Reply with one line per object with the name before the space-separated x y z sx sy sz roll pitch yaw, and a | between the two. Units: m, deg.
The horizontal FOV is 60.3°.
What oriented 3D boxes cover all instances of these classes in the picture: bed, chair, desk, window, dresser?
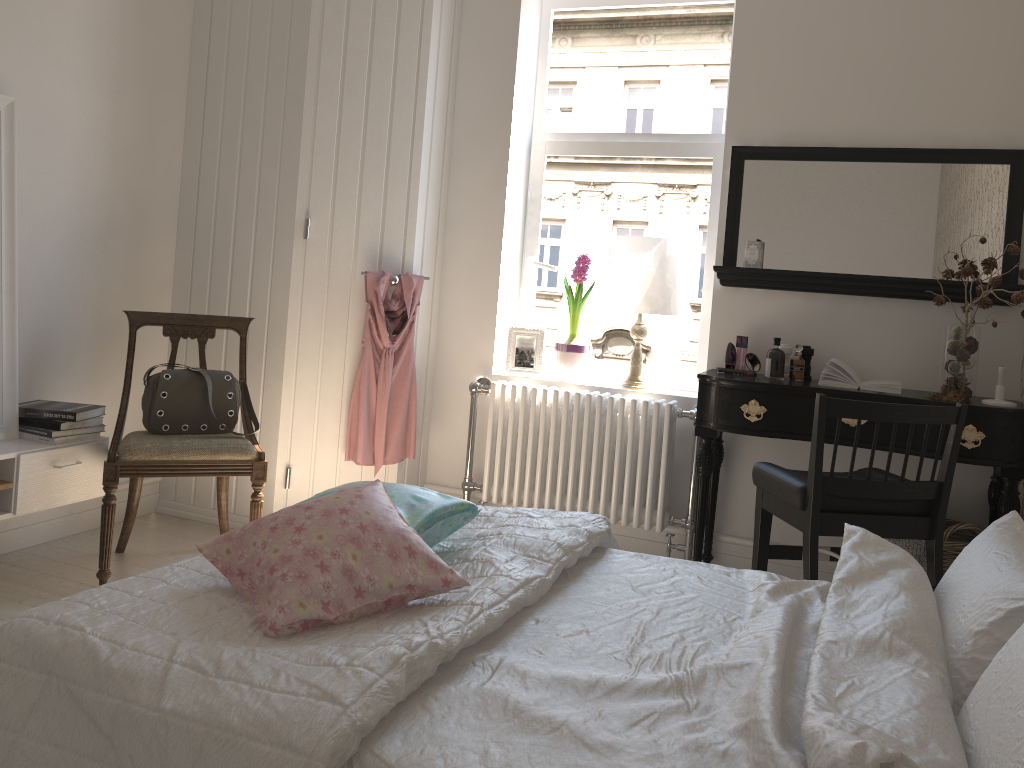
bed | 0.080 0.599 1.651 2.218 0.630 1.956 7 6 22
chair | -1.183 0.205 3.195 0.519 0.890 0.540 4 2 -24
chair | 1.025 0.448 2.690 0.456 0.860 0.459 4 2 -9
desk | 1.220 0.424 3.216 1.108 0.822 0.435 6 2 22
window | 0.511 -0.897 4.025 0.952 1.781 0.110 5 1 22
dresser | -0.870 -0.699 3.933 1.027 2.580 0.700 5 1 21

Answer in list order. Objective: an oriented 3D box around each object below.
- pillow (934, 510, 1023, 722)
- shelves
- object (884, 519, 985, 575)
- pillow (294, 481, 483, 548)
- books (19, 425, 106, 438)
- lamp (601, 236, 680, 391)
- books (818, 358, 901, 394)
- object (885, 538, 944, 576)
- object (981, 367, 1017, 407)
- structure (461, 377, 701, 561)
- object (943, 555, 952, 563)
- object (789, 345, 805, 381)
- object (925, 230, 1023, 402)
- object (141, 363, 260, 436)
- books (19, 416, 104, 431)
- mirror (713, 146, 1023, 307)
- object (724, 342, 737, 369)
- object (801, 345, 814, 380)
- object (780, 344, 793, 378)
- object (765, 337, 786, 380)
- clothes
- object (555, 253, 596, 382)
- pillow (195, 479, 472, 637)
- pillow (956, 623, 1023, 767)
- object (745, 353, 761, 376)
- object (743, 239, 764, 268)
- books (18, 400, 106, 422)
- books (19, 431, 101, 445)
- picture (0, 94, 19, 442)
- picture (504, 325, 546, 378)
pillow | 0.889 0.431 1.630 0.204 0.303 0.562 5 5 21
shelves | -1.785 0.319 2.689 0.369 0.209 1.116 6 6 21
object | 1.484 0.653 3.112 0.392 0.432 0.396 2 4 -37
pillow | -0.313 0.302 1.907 0.363 0.168 0.382 7 6 26
books | -1.606 0.149 3.100 0.260 0.022 0.212 7 7 26
lamp | 0.555 -0.304 3.823 0.341 0.652 0.340 6 2 33
books | 1.287 -0.033 3.254 0.279 0.095 0.226 7 6 23
object | 1.446 0.664 3.089 0.348 0.355 0.292 3 3 -29
object | 1.648 0.008 2.977 0.104 0.131 0.105 3 3 -33
structure | 0.275 0.368 3.736 1.071 0.681 0.166 6 1 22
object | 1.419 0.640 3.140 0.368 0.332 0.303 6 3 22
object | 1.085 -0.081 3.354 0.054 0.139 0.054 4 1 -29
object | 1.572 -0.213 2.954 0.317 0.598 0.544 4 3 -8
object | -1.113 0.055 3.169 0.399 0.248 0.214 2 3 -24
books | -1.597 0.125 3.094 0.240 0.028 0.191 7 6 19
mirror | 1.357 -0.623 3.383 1.121 0.572 0.066 6 1 22
object | 0.865 -0.105 3.490 0.054 0.120 0.031 4 1 -30
object | 1.142 -0.082 3.435 0.057 0.134 0.058 4 1 -18
object | 1.059 -0.089 3.439 0.057 0.134 0.058 4 1 -18
object | 1.005 -0.098 3.361 0.070 0.158 0.070 5 1 16
clothes | -0.529 -0.044 3.757 0.328 0.876 0.093 4 1 -39
object | 0.282 -0.302 3.952 0.156 0.577 0.157 5 1 7
pillow | -0.330 0.310 1.618 0.393 0.202 0.355 1 6 -36
pillow | 0.672 0.452 1.073 0.202 0.307 0.565 5 5 21
object | 0.923 -0.079 3.449 0.082 0.085 0.080 3 4 -29
object | 0.969 -0.523 3.538 0.072 0.121 0.037 5 1 27
books | -1.601 0.093 3.102 0.259 0.032 0.192 5 6 4
books | -1.604 0.173 3.090 0.243 0.022 0.191 7 7 23
picture | -1.864 -0.369 2.627 0.164 1.160 0.854 5 2 21
picture | 0.059 -0.146 3.989 0.176 0.225 0.050 5 1 2
